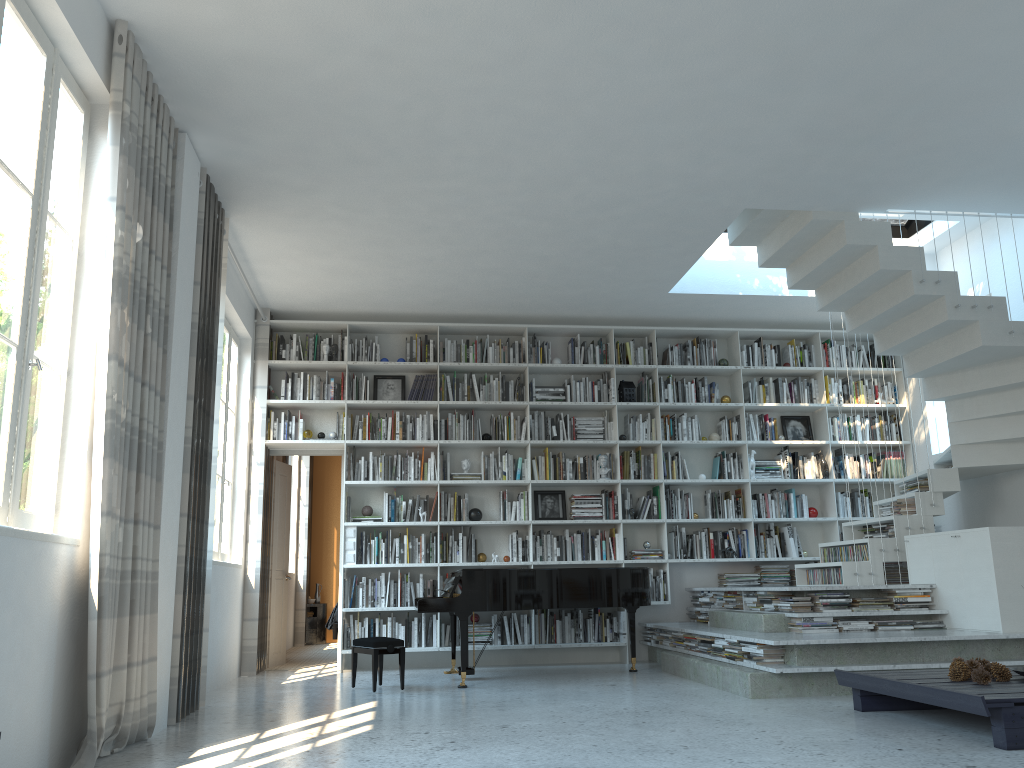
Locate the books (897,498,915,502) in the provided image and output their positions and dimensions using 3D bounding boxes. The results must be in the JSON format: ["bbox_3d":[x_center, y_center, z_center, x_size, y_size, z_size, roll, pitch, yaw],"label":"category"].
[{"bbox_3d":[3.234,0.936,7.139,0.234,0.025,0.158,-9,-15,29],"label":"books"}]

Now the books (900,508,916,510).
[{"bbox_3d":[3.231,1.004,7.114,0.214,0.014,0.138,-6,-14,20],"label":"books"}]

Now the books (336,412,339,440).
[{"bbox_3d":[-1.612,0.413,8.209,0.012,0.284,0.160,0,-13,-7],"label":"books"}]

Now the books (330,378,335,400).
[{"bbox_3d":[-1.670,0.080,8.262,0.029,0.228,0.191,0,-13,-7],"label":"books"}]

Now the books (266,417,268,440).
[{"bbox_3d":[-2.233,0.434,8.120,0.013,0.227,0.179,0,-13,-7],"label":"books"}]

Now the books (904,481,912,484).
[{"bbox_3d":[3.498,0.860,7.692,0.165,0.014,0.236,-3,-13,9],"label":"books"}]

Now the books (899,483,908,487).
[{"bbox_3d":[3.488,0.875,7.691,0.190,0.015,0.231,-3,-13,6],"label":"books"}]

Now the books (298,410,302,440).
[{"bbox_3d":[-1.952,0.403,8.167,0.013,0.298,0.179,0,-13,-7],"label":"books"}]

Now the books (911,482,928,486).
[{"bbox_3d":[3.449,0.838,7.398,0.144,0.011,0.257,-1,-13,0],"label":"books"}]

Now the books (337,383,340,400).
[{"bbox_3d":[-1.616,0.104,8.279,0.026,0.187,0.154,0,-13,-7],"label":"books"}]

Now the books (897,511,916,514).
[{"bbox_3d":[3.242,1.031,7.133,0.254,0.007,0.189,-6,-14,20],"label":"books"}]

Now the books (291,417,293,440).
[{"bbox_3d":[-2.013,0.435,8.156,0.010,0.233,0.165,0,-13,-7],"label":"books"}]

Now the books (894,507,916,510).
[{"bbox_3d":[3.230,0.994,7.117,0.295,0.006,0.147,-8,-14,26],"label":"books"}]

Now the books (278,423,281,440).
[{"bbox_3d":[-2.127,0.462,8.154,0.029,0.184,0.135,0,-13,-7],"label":"books"}]

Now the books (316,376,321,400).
[{"bbox_3d":[-1.800,0.069,8.252,0.030,0.250,0.166,0,-13,-7],"label":"books"}]

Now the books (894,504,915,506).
[{"bbox_3d":[3.230,0.970,7.122,0.295,0.007,0.146,-8,-14,26],"label":"books"}]

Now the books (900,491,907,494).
[{"bbox_3d":[3.494,0.931,7.678,0.184,0.006,0.263,-3,-13,7],"label":"books"}]

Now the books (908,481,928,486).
[{"bbox_3d":[3.439,0.829,7.400,0.174,0.009,0.240,-1,-13,2],"label":"books"}]

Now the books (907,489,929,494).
[{"bbox_3d":[3.429,0.894,7.387,0.182,0.013,0.288,-3,-13,6],"label":"books"}]

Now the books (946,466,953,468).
[{"bbox_3d":[3.877,0.736,7.773,0.160,0.008,0.239,-1,-13,2],"label":"books"}]

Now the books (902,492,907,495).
[{"bbox_3d":[3.495,0.947,7.674,0.166,0.018,0.265,-4,-13,11],"label":"books"}]

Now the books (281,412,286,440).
[{"bbox_3d":[-2.101,0.412,8.151,0.022,0.281,0.157,0,-13,-7],"label":"books"}]

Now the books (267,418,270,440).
[{"bbox_3d":[-2.220,0.438,8.122,0.013,0.221,0.163,0,-13,-7],"label":"books"}]

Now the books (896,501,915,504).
[{"bbox_3d":[3.230,0.949,7.128,0.254,0.005,0.161,-7,-14,24],"label":"books"}]

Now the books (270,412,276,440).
[{"bbox_3d":[-2.189,0.409,8.132,0.023,0.281,0.171,0,-13,-7],"label":"books"}]

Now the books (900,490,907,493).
[{"bbox_3d":[3.492,0.925,7.679,0.170,0.006,0.269,-2,-13,3],"label":"books"}]

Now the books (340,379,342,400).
[{"bbox_3d":[-1.598,0.084,8.300,0.014,0.235,0.144,0,-13,-7],"label":"books"}]

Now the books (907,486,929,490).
[{"bbox_3d":[3.436,0.869,7.392,0.187,0.009,0.261,-2,-13,3],"label":"books"}]

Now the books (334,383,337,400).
[{"bbox_3d":[-1.644,0.103,8.290,0.029,0.195,0.146,0,-13,-7],"label":"books"}]

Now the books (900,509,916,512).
[{"bbox_3d":[3.237,1.020,7.124,0.222,0.011,0.180,-7,-14,23],"label":"books"}]

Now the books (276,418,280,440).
[{"bbox_3d":[-2.144,0.439,8.131,0.010,0.219,0.181,0,-13,-7],"label":"books"}]

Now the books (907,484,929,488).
[{"bbox_3d":[3.436,0.848,7.396,0.176,0.007,0.255,-1,-13,1],"label":"books"}]

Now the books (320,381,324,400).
[{"bbox_3d":[-1.772,0.093,8.270,0.028,0.211,0.139,0,-13,-7],"label":"books"}]

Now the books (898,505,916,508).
[{"bbox_3d":[3.237,0.989,7.132,0.232,0.011,0.172,-8,-15,28],"label":"books"}]

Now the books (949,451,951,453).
[{"bbox_3d":[3.672,0.531,7.090,0.300,0.007,0.159,-5,-14,17],"label":"books"}]

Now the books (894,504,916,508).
[{"bbox_3d":[3.230,0.977,7.120,0.295,0.007,0.146,-7,-14,22],"label":"books"}]

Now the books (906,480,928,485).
[{"bbox_3d":[3.430,0.819,7.403,0.191,0.013,0.244,-2,-13,3],"label":"books"}]

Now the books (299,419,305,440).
[{"bbox_3d":[-1.928,0.443,8.147,0.029,0.210,0.187,0,-13,-7],"label":"books"}]

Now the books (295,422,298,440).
[{"bbox_3d":[-1.974,0.460,8.172,0.029,0.191,0.135,0,-13,-7],"label":"books"}]

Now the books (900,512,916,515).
[{"bbox_3d":[3.238,1.039,7.122,0.215,0.013,0.189,-7,-14,24],"label":"books"}]

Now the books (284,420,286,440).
[{"bbox_3d":[-2.079,0.448,8.163,0.023,0.213,0.141,0,-13,-7],"label":"books"}]

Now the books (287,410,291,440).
[{"bbox_3d":[-2.046,0.400,8.138,0.013,0.296,0.187,0,-13,-7],"label":"books"}]

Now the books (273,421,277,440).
[{"bbox_3d":[-2.164,0.452,8.134,0.029,0.196,0.161,0,-13,-7],"label":"books"}]

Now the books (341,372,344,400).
[{"bbox_3d":[-1.583,0.053,8.296,0.014,0.293,0.173,0,-13,-7],"label":"books"}]

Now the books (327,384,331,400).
[{"bbox_3d":[-1.702,0.107,8.275,0.031,0.182,0.151,0,-13,-7],"label":"books"}]

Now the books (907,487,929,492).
[{"bbox_3d":[3.428,0.880,7.390,0.191,0.014,0.244,-2,-13,5],"label":"books"}]

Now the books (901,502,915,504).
[{"bbox_3d":[3.237,0.962,7.140,0.184,0.016,0.179,-6,-14,21],"label":"books"}]

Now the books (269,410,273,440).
[{"bbox_3d":[-2.210,0.403,8.154,0.013,0.302,0.135,0,-12,-7],"label":"books"}]

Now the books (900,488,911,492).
[{"bbox_3d":[3.492,0.917,7.681,0.171,0.011,0.232,-2,-13,3],"label":"books"}]

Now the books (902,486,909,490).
[{"bbox_3d":[3.494,0.901,7.684,0.168,0.005,0.292,-4,-13,10],"label":"books"}]

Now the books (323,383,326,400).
[{"bbox_3d":[-1.745,0.102,8.280,0.029,0.197,0.144,0,-13,-7],"label":"books"}]

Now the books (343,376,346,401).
[{"bbox_3d":[-1.560,0.069,8.312,0.037,0.268,0.113,0,-12,-7],"label":"books"}]

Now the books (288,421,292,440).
[{"bbox_3d":[-2.029,0.454,8.143,0.024,0.192,0.181,0,-13,-7],"label":"books"}]

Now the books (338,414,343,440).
[{"bbox_3d":[-1.587,0.426,8.231,0.044,0.268,0.134,0,-13,-7],"label":"books"}]

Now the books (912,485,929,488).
[{"bbox_3d":[3.447,0.858,7.394,0.154,0.014,0.197,-2,-13,5],"label":"books"}]

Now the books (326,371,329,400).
[{"bbox_3d":[-1.723,0.045,8.270,0.012,0.302,0.189,0,-13,-7],"label":"books"}]

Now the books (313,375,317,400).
[{"bbox_3d":[-1.827,0.064,8.251,0.025,0.260,0.167,0,-13,-7],"label":"books"}]

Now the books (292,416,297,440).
[{"bbox_3d":[-1.994,0.428,8.134,0.021,0.236,0.189,0,-13,-7],"label":"books"}]

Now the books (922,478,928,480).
[{"bbox_3d":[3.458,0.809,7.404,0.134,0.007,0.299,-1,-13,2],"label":"books"}]
